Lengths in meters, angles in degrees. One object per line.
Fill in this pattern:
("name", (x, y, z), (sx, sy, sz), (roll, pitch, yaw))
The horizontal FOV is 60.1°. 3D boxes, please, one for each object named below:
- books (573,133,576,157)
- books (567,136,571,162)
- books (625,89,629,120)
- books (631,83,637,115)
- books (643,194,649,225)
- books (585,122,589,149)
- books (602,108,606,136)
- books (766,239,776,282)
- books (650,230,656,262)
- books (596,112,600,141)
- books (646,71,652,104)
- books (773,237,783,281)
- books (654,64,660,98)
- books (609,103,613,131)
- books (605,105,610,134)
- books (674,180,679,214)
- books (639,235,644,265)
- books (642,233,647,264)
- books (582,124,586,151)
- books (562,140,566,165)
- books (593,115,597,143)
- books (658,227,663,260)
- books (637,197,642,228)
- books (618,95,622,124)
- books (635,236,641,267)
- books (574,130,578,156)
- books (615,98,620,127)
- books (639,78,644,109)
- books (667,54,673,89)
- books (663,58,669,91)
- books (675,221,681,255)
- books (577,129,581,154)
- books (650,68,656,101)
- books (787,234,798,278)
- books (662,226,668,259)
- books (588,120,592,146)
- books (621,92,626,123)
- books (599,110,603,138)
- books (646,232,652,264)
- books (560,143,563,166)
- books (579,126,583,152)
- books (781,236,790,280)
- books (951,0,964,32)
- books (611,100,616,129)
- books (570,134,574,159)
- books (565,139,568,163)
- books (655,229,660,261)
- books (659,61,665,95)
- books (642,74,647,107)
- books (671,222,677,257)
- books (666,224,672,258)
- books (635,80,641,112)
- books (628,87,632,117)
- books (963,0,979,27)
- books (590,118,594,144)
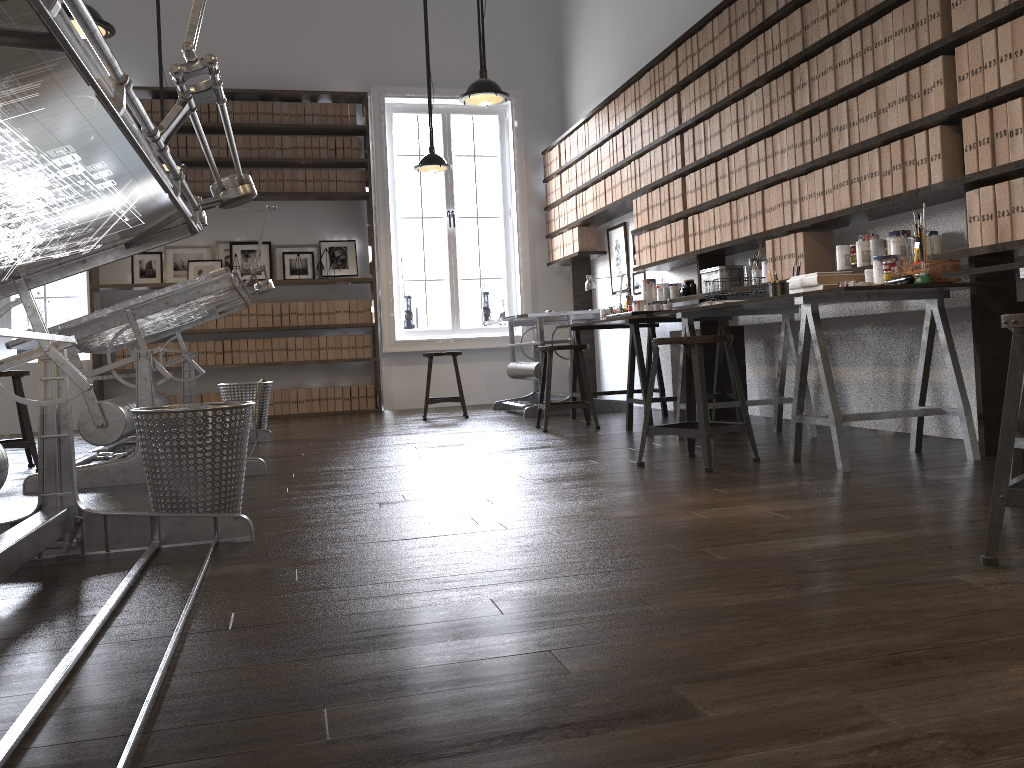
("books", (0.630, -2.095, 7.786), (0.174, 0.226, 0.066), (-3, -1, -14))
("books", (0.591, -2.098, 7.923), (0.174, 0.226, 0.066), (-3, -1, -14))
("books", (0.934, -2.067, 6.575), (0.174, 0.226, 0.066), (-3, -1, -14))
("books", (0.964, -2.064, 6.443), (0.174, 0.226, 0.067), (-3, -1, -14))
("books", (1.033, -1.239, 6.304), (0.174, 0.226, 0.067), (-3, -1, -14))
("books", (0.712, -2.087, 7.457), (0.174, 0.226, 0.066), (-3, -1, -14))
("books", (0.814, -2.078, 7.057), (0.174, 0.226, 0.066), (-3, -1, -14))
("books", (1.454, -0.658, 4.729), (0.174, 0.226, 0.067), (-3, -1, -14))
("books", (1.070, -0.967, 6.226), (0.174, 0.226, 0.066), (-3, -1, -14))
("books", (0.776, -2.080, 7.180), (0.174, 0.226, 0.067), (-3, -1, -14))
("books", (1.031, -2.057, 6.169), (0.174, 0.226, 0.066), (-3, -1, -14))
("books", (1.476, -0.657, 4.665), (0.174, 0.226, 0.066), (-3, -1, -14))
("books", (1.068, -2.055, 6.039), (0.174, 0.226, 0.066), (-3, -1, -14))
("books", (0.851, -2.075, 6.912), (0.174, 0.226, 0.066), (-3, -1, -14))
("books", (0.827, -2.076, 6.984), (0.174, 0.226, 0.067), (-3, -1, -14))
("books", (1.161, -1.228, 5.816), (0.174, 0.226, 0.066), (-3, -1, -14))
("books", (1.020, -0.971, 6.425), (0.174, 0.226, 0.066), (-3, -1, -14))
("books", (1.033, -0.970, 6.364), (0.174, 0.226, 0.066), (-3, -1, -14))
("books", (0.691, -2.089, 7.524), (0.174, 0.226, 0.067), (-3, -1, -14))
("books", (0.555, -2.101, 8.064), (0.174, 0.226, 0.067), (-3, -1, -14))
("books", (0.759, -2.082, 7.250), (0.174, 0.226, 0.066), (-3, -1, -14))
("books", (1.102, -0.964, 6.090), (0.174, 0.226, 0.066), (-3, -1, -14))
("books", (1.005, -1.242, 6.431), (0.174, 0.226, 0.066), (-3, -1, -14))
("books", (0.902, -2.070, 6.706), (0.174, 0.226, 0.066), (-3, -1, -14))
("books", (0.999, -0.972, 6.489), (0.174, 0.226, 0.067), (-3, -1, -14))
("books", (0.641, -2.093, 7.720), (0.174, 0.226, 0.067), (-3, -1, -14))
("books", (0.885, -2.072, 6.775), (0.174, 0.226, 0.066), (-3, -1, -14))
("books", (1.003, -2.061, 6.309), (0.174, 0.226, 0.066), (-3, -1, -14))
("books", (1.120, -2.050, 5.831), (0.174, 0.226, 0.066), (-3, -1, -14))
("books", (1.106, -2.051, 5.900), (0.174, 0.226, 0.066), (-3, -1, -14))
("books", (1.172, -0.958, 5.826), (0.174, 0.226, 0.066), (-3, -1, -14))
("books", (0.662, -2.092, 7.656), (0.174, 0.226, 0.066), (-3, -1, -14))
("books", (1.049, -2.056, 6.099), (0.174, 0.226, 0.067), (-3, -1, -14))
("books", (1.507, -0.654, 4.526), (0.174, 0.226, 0.066), (-3, -1, -14))
("books", (1.117, -0.962, 6.019), (0.174, 0.226, 0.066), (-3, -1, -14))
("books", (0.731, -2.086, 7.390), (0.174, 0.226, 0.066), (-3, -1, -14))
("books", (0.913, -2.068, 6.639), (0.174, 0.226, 0.067), (-3, -1, -14))
("books", (0.796, -2.079, 7.120), (0.174, 0.226, 0.066), (-3, -1, -14))
("books", (1.049, -0.968, 6.293), (0.174, 0.226, 0.067), (-3, -1, -14))
("books", (0.542, -2.103, 8.137), (0.174, 0.226, 0.066), (-3, -1, -14))
("books", (0.675, -2.090, 7.595), (0.174, 0.226, 0.066), (-3, -1, -14))
("books", (1.494, -0.655, 4.596), (0.174, 0.226, 0.066), (-3, -1, -14))
("books", (1.766, -1.447, 3.366), (0.174, 0.226, 0.066), (-3, -1, -14))
("books", (0.864, -2.073, 6.842), (0.174, 0.226, 0.066), (-3, -1, -14))
("books", (0.613, -2.096, 7.855), (0.174, 0.226, 0.066), (-3, -1, -14))
("books", (0.579, -2.100, 7.993), (0.174, 0.226, 0.066), (-3, -1, -14))
("books", (1.089, -0.965, 6.159), (0.174, 0.226, 0.066), (-3, -1, -14))
("books", (1.088, -2.053, 5.967), (0.174, 0.226, 0.066), (-3, -1, -14))
("books", (1.017, -2.059, 6.240), (0.174, 0.226, 0.066), (-3, -1, -14))
("books", (1.154, -0.959, 5.889), (0.174, 0.226, 0.066), (-3, -1, -14))
("books", (1.134, -0.960, 5.949), (0.174, 0.226, 0.067), (-3, -1, -14))
("books", (0.984, -2.062, 6.376), (0.174, 0.226, 0.066), (-3, -1, -14))
("books", (0.948, -2.065, 6.514), (0.174, 0.226, 0.066), (-3, -1, -14))
("books", (1.777, -1.446, 3.304), (0.174, 0.226, 0.067), (-3, -1, -14))
("books", (0.744, -2.084, 7.321), (0.174, 0.226, 0.066), (-3, -1, -14))
